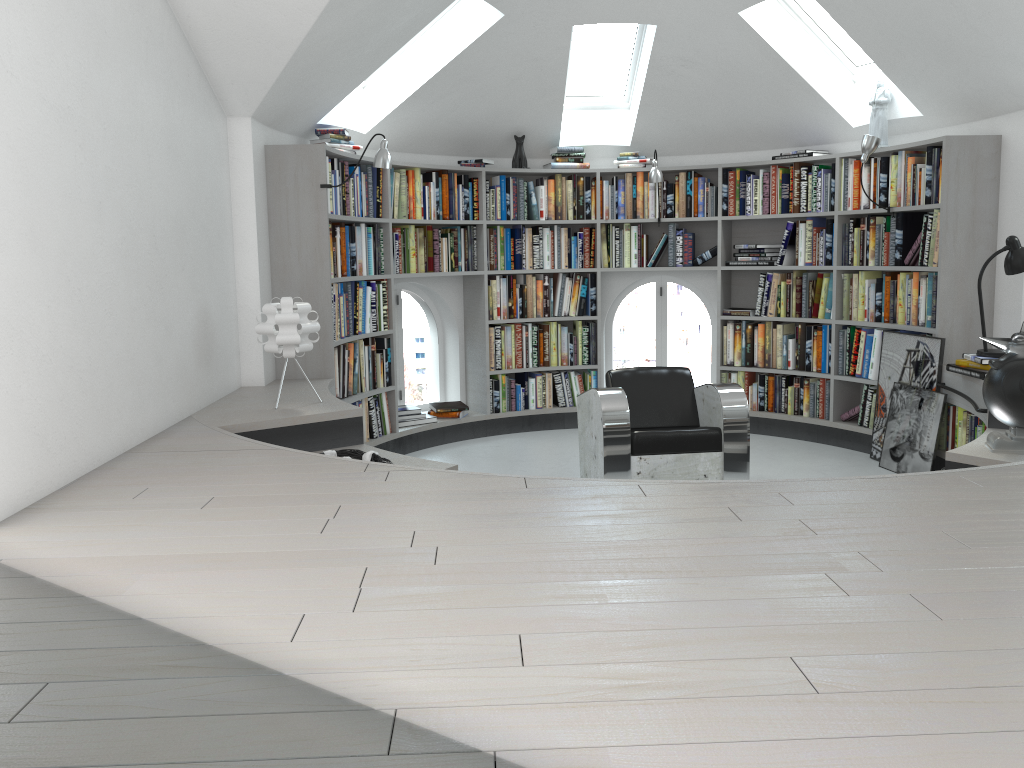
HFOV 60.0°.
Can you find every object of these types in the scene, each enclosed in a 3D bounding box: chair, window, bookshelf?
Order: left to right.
[{"bbox_3d":[0.177,-0.340,7.197,3.232,1.147,0.619,-3,7,-16],"label":"window"},{"bbox_3d":[0.685,-2.400,6.115,4.055,0.711,1.939,-1,8,-2],"label":"window"},{"bbox_3d":[0.717,-0.646,6.319,4.333,1.874,2.116,-1,8,-2],"label":"bookshelf"},{"bbox_3d":[0.849,0.290,5.147,0.823,0.717,0.744,-2,8,-7],"label":"chair"}]

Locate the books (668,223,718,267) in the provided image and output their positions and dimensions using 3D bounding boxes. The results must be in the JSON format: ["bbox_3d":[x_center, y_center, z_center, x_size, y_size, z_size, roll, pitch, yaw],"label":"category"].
[{"bbox_3d":[1.443,-1.094,6.977,0.399,0.339,0.225,1,8,18],"label":"books"}]

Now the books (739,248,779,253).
[{"bbox_3d":[1.899,-1.025,6.811,0.214,0.036,0.227,-8,11,-42],"label":"books"}]

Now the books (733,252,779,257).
[{"bbox_3d":[1.899,-0.995,6.815,0.270,0.031,0.286,-9,11,-42],"label":"books"}]

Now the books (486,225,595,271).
[{"bbox_3d":[0.190,-1.086,7.062,1.028,0.358,0.301,-3,8,-16],"label":"books"}]

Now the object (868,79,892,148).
[{"bbox_3d":[2.459,-1.805,5.945,0.179,0.471,0.180,0,7,7],"label":"object"}]

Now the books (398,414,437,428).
[{"bbox_3d":[-0.815,0.261,6.635,0.366,0.042,0.389,-7,10,-35],"label":"books"}]

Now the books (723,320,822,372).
[{"bbox_3d":[2.018,-0.304,6.735,0.873,0.349,0.272,6,10,39],"label":"books"}]

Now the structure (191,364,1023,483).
[{"bbox_3d":[0.784,0.313,5.040,4.716,0.691,4.720,7,11,42],"label":"structure"}]

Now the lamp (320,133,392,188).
[{"bbox_3d":[-0.910,-1.302,5.176,0.414,0.311,0.117,-2,7,-5],"label":"lamp"}]

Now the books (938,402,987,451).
[{"bbox_3d":[2.637,0.327,4.881,0.272,0.297,1.151,1,8,12],"label":"books"}]

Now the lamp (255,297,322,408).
[{"bbox_3d":[-1.088,-0.161,4.329,0.305,0.523,0.306,-3,7,-13],"label":"lamp"}]

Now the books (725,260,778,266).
[{"bbox_3d":[1.900,-0.931,6.822,0.388,0.042,0.366,5,11,37],"label":"books"}]

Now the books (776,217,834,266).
[{"bbox_3d":[2.229,-1.039,6.476,0.554,0.349,0.256,7,11,44],"label":"books"}]

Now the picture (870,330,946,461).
[{"bbox_3d":[2.498,0.111,5.627,0.090,0.860,0.580,-2,7,-12],"label":"picture"}]

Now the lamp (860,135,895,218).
[{"bbox_3d":[2.367,-1.331,5.689,0.275,0.523,0.113,-2,7,-11],"label":"lamp"}]

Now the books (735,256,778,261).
[{"bbox_3d":[1.900,-0.964,6.819,0.286,0.031,0.270,4,10,33],"label":"books"}]

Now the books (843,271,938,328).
[{"bbox_3d":[2.593,-0.567,5.853,0.275,0.346,1.024,-3,8,-17],"label":"books"}]

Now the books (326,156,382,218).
[{"bbox_3d":[-1.127,-1.240,5.632,0.300,0.360,1.036,1,8,14],"label":"books"}]

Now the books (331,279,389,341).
[{"bbox_3d":[-1.087,-0.482,5.706,0.260,0.358,1.023,1,8,15],"label":"books"}]

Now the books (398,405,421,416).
[{"bbox_3d":[-0.816,0.197,6.627,0.214,0.036,0.227,-5,9,-25],"label":"books"}]

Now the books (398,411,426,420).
[{"bbox_3d":[-0.815,0.228,6.631,0.269,0.031,0.286,-5,9,-25],"label":"books"}]

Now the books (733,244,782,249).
[{"bbox_3d":[1.898,-1.057,6.808,0.269,0.031,0.286,-4,9,-22],"label":"books"}]

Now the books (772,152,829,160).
[{"bbox_3d":[2.148,-1.664,6.519,0.317,0.036,0.336,-8,11,-39],"label":"books"}]

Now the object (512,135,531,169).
[{"bbox_3d":[0.071,-1.796,6.894,0.147,0.264,0.202,-2,7,-5],"label":"object"}]

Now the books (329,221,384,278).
[{"bbox_3d":[-1.129,-0.859,5.697,0.303,0.346,1.092,1,8,13],"label":"books"}]

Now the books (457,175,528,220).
[{"bbox_3d":[-0.199,-1.430,6.857,0.683,0.345,0.265,-5,8,-25],"label":"books"}]

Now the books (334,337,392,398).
[{"bbox_3d":[-1.130,0.104,5.514,0.390,0.693,1.647,0,8,8],"label":"books"}]

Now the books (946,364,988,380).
[{"bbox_3d":[2.681,-0.071,4.902,0.365,0.042,0.389,-1,8,-2],"label":"books"}]

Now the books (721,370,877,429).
[{"bbox_3d":[2.199,0.087,6.552,0.360,0.310,1.500,-7,10,-40],"label":"books"}]

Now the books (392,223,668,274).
[{"bbox_3d":[0.053,-1.042,6.826,2.530,0.369,0.592,-4,9,-21],"label":"books"}]

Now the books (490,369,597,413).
[{"bbox_3d":[0.220,0.039,7.149,1.019,0.305,0.288,-4,8,-17],"label":"books"}]

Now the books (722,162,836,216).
[{"bbox_3d":[2.013,-1.443,6.592,0.970,0.366,0.306,6,10,41],"label":"books"}]

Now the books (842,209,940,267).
[{"bbox_3d":[2.578,-0.949,5.812,0.279,0.357,1.055,-3,8,-16],"label":"books"}]

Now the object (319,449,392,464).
[{"bbox_3d":[-0.668,0.334,3.781,0.218,0.082,0.474,-8,11,-39],"label":"object"}]

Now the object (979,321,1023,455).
[{"bbox_3d":[2.209,0.011,3.816,0.320,0.560,0.321,-5,8,-29],"label":"object"}]

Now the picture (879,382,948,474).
[{"bbox_3d":[2.464,0.296,5.467,0.107,0.553,0.491,-2,8,-12],"label":"picture"}]

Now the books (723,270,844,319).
[{"bbox_3d":[2.069,-0.674,6.627,0.975,0.351,0.252,6,10,40],"label":"books"}]

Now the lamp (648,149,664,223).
[{"bbox_3d":[1.089,-1.485,6.757,0.113,0.564,0.359,0,7,5],"label":"lamp"}]

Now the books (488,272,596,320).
[{"bbox_3d":[0.209,-0.705,7.066,0.998,0.350,0.298,-4,8,-18],"label":"books"}]

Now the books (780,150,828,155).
[{"bbox_3d":[2.148,-1.692,6.516,0.233,0.027,0.248,-6,10,-29],"label":"books"}]

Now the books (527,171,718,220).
[{"bbox_3d":[0.862,-1.484,7.019,1.565,0.366,0.395,-1,8,3],"label":"books"}]

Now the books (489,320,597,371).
[{"bbox_3d":[0.229,-0.323,7.116,1.032,0.356,0.293,-4,8,-17],"label":"books"}]

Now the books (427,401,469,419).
[{"bbox_3d":[-0.487,0.203,6.816,0.318,0.099,0.293,-1,8,0],"label":"books"}]

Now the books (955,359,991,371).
[{"bbox_3d":[2.681,-0.107,4.898,0.286,0.034,0.305,-3,9,-12],"label":"books"}]

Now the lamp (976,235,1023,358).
[{"bbox_3d":[2.710,-0.480,4.849,0.322,0.658,0.234,1,7,13],"label":"lamp"}]

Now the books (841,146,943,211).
[{"bbox_3d":[2.568,-1.331,5.779,0.293,0.361,1.017,-4,9,-19],"label":"books"}]

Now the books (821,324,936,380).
[{"bbox_3d":[2.564,-0.198,5.958,0.304,0.357,1.187,-4,9,-21],"label":"books"}]

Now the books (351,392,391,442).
[{"bbox_3d":[-1.092,0.246,5.860,0.283,0.318,0.921,1,8,16],"label":"books"}]

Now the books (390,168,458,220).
[{"bbox_3d":[-0.725,-1.368,6.426,0.269,0.372,0.794,5,10,41],"label":"books"}]

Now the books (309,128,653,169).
[{"bbox_3d":[-0.195,-1.695,6.535,2.817,0.173,0.749,-6,10,-31],"label":"books"}]

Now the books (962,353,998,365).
[{"bbox_3d":[2.680,-0.140,4.894,0.269,0.031,0.287,0,8,8],"label":"books"}]
